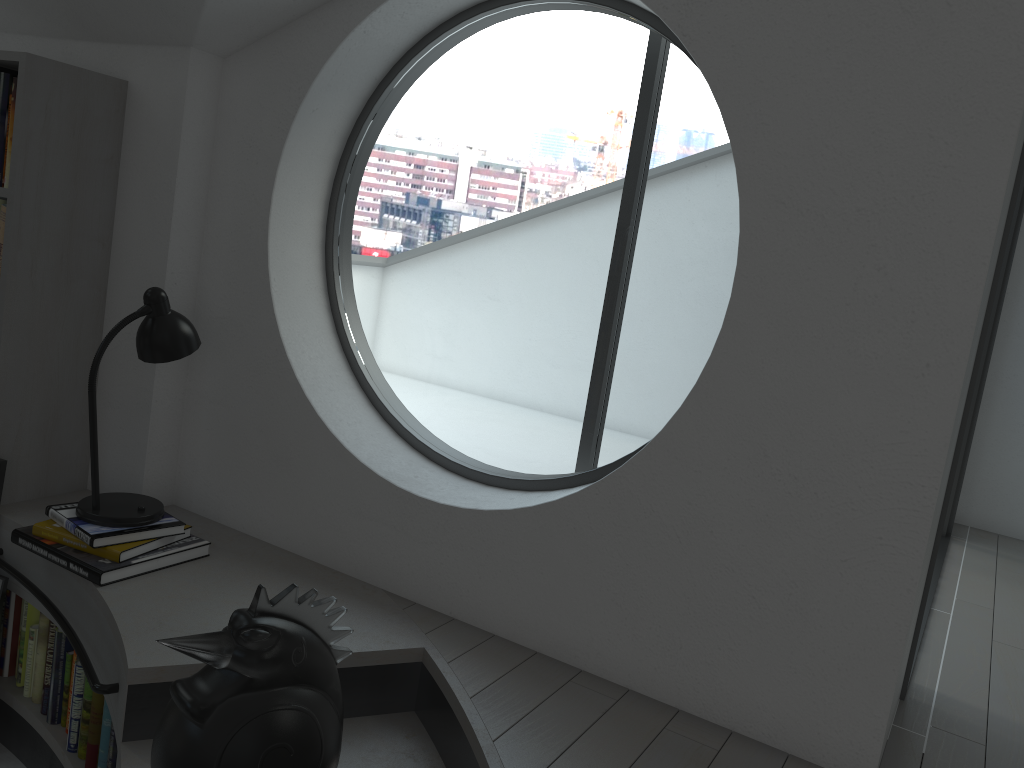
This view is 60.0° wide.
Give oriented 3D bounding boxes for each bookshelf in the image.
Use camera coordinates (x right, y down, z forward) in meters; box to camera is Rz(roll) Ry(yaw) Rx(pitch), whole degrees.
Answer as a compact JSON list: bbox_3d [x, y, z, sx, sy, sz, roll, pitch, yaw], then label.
[{"bbox_3d":[-3.333,-0.152,1.568,2.114,1.873,4.337,13,9,28],"label":"bookshelf"}]

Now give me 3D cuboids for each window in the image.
[{"bbox_3d":[0.036,-0.419,2.661,1.474,1.465,0.104,13,8,28],"label":"window"}]

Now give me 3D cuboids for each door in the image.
[{"bbox_3d":[1.725,-0.530,4.184,1.052,2.338,0.080,11,7,14],"label":"door"}]

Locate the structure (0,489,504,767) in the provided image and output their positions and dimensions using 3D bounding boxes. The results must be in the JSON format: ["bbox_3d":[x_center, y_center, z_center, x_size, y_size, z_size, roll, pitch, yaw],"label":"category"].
[{"bbox_3d":[-2.270,0.885,1.005,4.704,0.691,4.732,7,9,-16],"label":"structure"}]

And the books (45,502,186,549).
[{"bbox_3d":[-1.130,0.388,2.530,0.287,0.031,0.269,16,11,38],"label":"books"}]

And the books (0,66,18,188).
[{"bbox_3d":[-1.865,-0.853,2.839,1.015,0.361,0.293,11,8,11],"label":"books"}]

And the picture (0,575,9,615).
[{"bbox_3d":[-1.761,0.790,2.661,0.490,0.553,0.107,12,7,19],"label":"picture"}]

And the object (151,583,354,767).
[{"bbox_3d":[-0.464,0.623,1.575,0.320,0.560,0.321,9,7,1],"label":"object"}]

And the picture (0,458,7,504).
[{"bbox_3d":[-1.868,0.594,2.765,0.579,0.860,0.090,12,7,18],"label":"picture"}]

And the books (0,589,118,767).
[{"bbox_3d":[-1.173,0.854,2.507,1.152,0.297,0.272,17,11,42],"label":"books"}]

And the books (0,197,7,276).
[{"bbox_3d":[-1.914,-0.475,2.882,1.053,0.357,0.280,11,8,14],"label":"books"}]

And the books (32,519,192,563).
[{"bbox_3d":[-1.135,0.420,2.533,0.305,0.034,0.287,12,9,18],"label":"books"}]

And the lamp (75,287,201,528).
[{"bbox_3d":[-1.054,0.051,2.516,0.322,0.658,0.234,2,10,-46],"label":"lamp"}]

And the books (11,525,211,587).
[{"bbox_3d":[-1.141,0.455,2.538,0.389,0.042,0.366,14,10,28],"label":"books"}]
